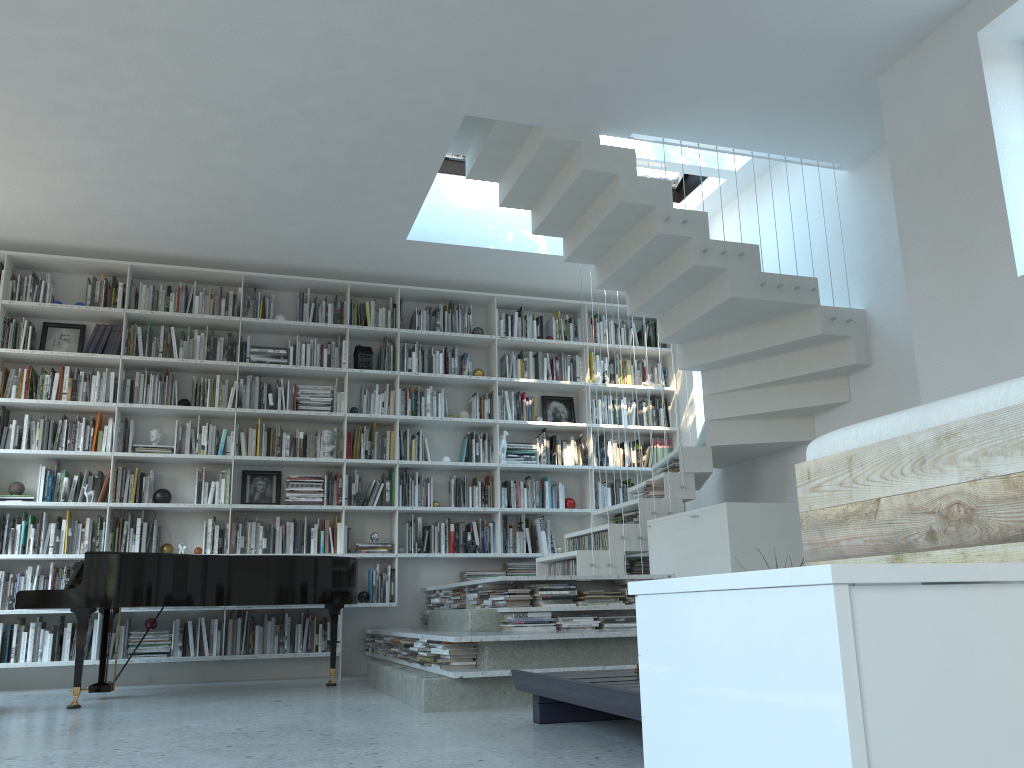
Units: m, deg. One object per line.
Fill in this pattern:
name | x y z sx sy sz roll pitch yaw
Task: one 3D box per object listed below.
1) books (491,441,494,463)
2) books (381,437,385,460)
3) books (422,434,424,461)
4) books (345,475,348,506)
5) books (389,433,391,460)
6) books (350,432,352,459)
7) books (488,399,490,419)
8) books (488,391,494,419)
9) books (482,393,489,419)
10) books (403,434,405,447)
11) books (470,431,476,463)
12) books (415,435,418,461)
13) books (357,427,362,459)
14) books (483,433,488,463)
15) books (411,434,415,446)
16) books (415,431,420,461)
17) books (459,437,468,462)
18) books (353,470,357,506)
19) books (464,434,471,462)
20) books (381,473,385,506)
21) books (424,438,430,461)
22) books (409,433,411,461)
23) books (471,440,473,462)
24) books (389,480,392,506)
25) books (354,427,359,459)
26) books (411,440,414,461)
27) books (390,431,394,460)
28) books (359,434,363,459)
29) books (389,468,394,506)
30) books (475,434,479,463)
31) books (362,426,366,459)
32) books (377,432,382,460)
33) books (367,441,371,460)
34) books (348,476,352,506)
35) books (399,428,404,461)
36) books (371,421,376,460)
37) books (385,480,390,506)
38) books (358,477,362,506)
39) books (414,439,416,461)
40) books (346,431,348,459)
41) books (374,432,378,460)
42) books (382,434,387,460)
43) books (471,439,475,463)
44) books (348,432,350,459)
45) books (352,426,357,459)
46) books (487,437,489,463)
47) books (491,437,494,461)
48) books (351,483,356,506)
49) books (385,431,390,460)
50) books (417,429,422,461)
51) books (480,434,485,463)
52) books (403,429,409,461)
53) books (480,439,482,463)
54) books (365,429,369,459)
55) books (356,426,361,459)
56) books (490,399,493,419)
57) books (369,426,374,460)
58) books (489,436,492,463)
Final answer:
books | -0.192 0.603 7.537 0.023 0.211 0.164 3 -15 -17
books | -1.073 0.553 7.248 0.034 0.204 0.181 3 -15 -17
books | -0.752 0.553 7.378 0.007 0.253 0.161 3 -15 -17
books | -1.338 0.871 7.110 0.024 0.263 0.154 3 -15 -17
books | -1.017 0.543 7.301 0.019 0.247 0.149 3 -15 -17
books | -1.321 0.527 7.214 0.013 0.246 0.177 3 -15 -17
books | -0.218 0.246 7.606 0.013 0.204 0.174 3 -15 -17
books | -0.186 0.211 7.622 0.005 0.277 0.183 3 -15 -17
books | -0.232 0.220 7.609 0.016 0.256 0.176 3 -15 -17
books | -0.906 0.550 7.332 0.007 0.243 0.146 3 -15 -17
books | -0.336 0.556 7.511 0.013 0.294 0.154 3 -15 -17
books | -0.797 0.555 7.358 0.017 0.242 0.133 3 -15 -17
books | -1.252 0.505 7.225 0.035 0.292 0.145 3 -15 -17
books | -0.239 0.565 7.511 0.012 0.273 0.184 3 -15 -17
books | -0.828 0.552 7.345 0.008 0.242 0.169 3 -15 -17
books | -0.784 0.540 7.356 0.006 0.269 0.179 3 -15 -17
books | -0.412 0.579 7.478 0.056 0.240 0.154 3 -15 -17
books | -1.265 0.852 7.129 0.013 0.306 0.141 3 -14 -17
books | -0.375 0.567 7.485 0.021 0.263 0.174 3 -15 -17
books | -1.047 0.876 7.198 0.013 0.285 0.139 3 -15 -17
books | -0.715 0.570 7.356 0.051 0.209 0.177 3 -15 -17
books | -0.856 0.545 7.342 0.013 0.255 0.145 3 -15 -17
books | -0.352 0.593 7.479 0.006 0.209 0.188 3 -15 -17
books | -0.999 0.905 7.196 0.021 0.226 0.148 3 -15 -17
books | -1.276 0.504 7.217 0.035 0.292 0.145 3 -15 -17
books | -0.831 0.570 7.311 0.017 0.191 0.192 3 -15 -17
books | -0.998 0.533 7.306 0.033 0.268 0.142 3 -15 -17
books | -1.230 0.534 7.215 0.015 0.231 0.180 3 -15 -17
books | -0.983 0.857 7.211 0.014 0.324 0.183 3 -15 -17
books | -0.311 0.570 7.501 0.018 0.262 0.165 3 -15 -17
books | -1.214 0.504 7.225 0.019 0.293 0.164 3 -15 -17
books | -1.095 0.532 7.238 0.027 0.241 0.189 3 -15 -17
books | -1.177 0.567 7.248 0.030 0.180 0.132 3 -15 -17
books | -1.312 0.877 7.113 0.028 0.252 0.143 3 -15 -17
books | -0.921 0.523 7.313 0.035 0.287 0.192 3 -15 -17
books | -1.142 0.488 7.257 0.021 0.336 0.169 3 -15 -17
books | -1.020 0.902 7.178 0.029 0.222 0.171 3 -15 -17
books | -1.233 0.884 7.141 0.035 0.248 0.141 3 -15 -17
books | -0.817 0.569 7.344 0.014 0.208 0.157 3 -15 -17
books | -1.349 0.519 7.196 0.015 0.254 0.151 3 -15 -17
books | -1.124 0.531 7.255 0.033 0.252 0.175 3 -15 -17
books | -1.055 0.542 7.278 0.028 0.239 0.146 3 -15 -17
books | -0.343 0.589 7.483 0.013 0.218 0.187 3 -15 -17
books | -1.332 0.525 7.199 0.014 0.243 0.145 3 -15 -17
books | -1.285 0.501 7.204 0.035 0.292 0.145 3 -15 -17
books | -0.221 0.586 7.534 0.013 0.244 0.159 3 -15 -17
books | -0.174 0.585 7.537 0.010 0.245 0.159 3 -15 -17
books | -1.279 0.903 7.095 0.027 0.191 0.183 3 -15 -17
books | -1.031 0.529 7.284 0.032 0.265 0.143 3 -15 -17
books | -0.772 0.534 7.368 0.013 0.286 0.159 3 -15 -17
books | -0.267 0.569 7.524 0.032 0.274 0.155 3 -15 -17
books | -0.874 0.526 7.310 0.013 0.278 0.192 3 -15 -17
books | -0.280 0.589 7.499 0.012 0.224 0.178 3 -15 -17
books | -1.202 0.518 7.250 0.035 0.277 0.139 3 -15 -17
books | -1.260 0.501 7.207 0.035 0.292 0.145 3 -15 -17
books | -0.196 0.247 7.617 0.012 0.205 0.170 3 -15 -17
books | -1.148 0.504 7.231 0.019 0.292 0.182 3 -15 -17
books | -0.204 0.579 7.523 0.011 0.252 0.169 3 -15 -17
